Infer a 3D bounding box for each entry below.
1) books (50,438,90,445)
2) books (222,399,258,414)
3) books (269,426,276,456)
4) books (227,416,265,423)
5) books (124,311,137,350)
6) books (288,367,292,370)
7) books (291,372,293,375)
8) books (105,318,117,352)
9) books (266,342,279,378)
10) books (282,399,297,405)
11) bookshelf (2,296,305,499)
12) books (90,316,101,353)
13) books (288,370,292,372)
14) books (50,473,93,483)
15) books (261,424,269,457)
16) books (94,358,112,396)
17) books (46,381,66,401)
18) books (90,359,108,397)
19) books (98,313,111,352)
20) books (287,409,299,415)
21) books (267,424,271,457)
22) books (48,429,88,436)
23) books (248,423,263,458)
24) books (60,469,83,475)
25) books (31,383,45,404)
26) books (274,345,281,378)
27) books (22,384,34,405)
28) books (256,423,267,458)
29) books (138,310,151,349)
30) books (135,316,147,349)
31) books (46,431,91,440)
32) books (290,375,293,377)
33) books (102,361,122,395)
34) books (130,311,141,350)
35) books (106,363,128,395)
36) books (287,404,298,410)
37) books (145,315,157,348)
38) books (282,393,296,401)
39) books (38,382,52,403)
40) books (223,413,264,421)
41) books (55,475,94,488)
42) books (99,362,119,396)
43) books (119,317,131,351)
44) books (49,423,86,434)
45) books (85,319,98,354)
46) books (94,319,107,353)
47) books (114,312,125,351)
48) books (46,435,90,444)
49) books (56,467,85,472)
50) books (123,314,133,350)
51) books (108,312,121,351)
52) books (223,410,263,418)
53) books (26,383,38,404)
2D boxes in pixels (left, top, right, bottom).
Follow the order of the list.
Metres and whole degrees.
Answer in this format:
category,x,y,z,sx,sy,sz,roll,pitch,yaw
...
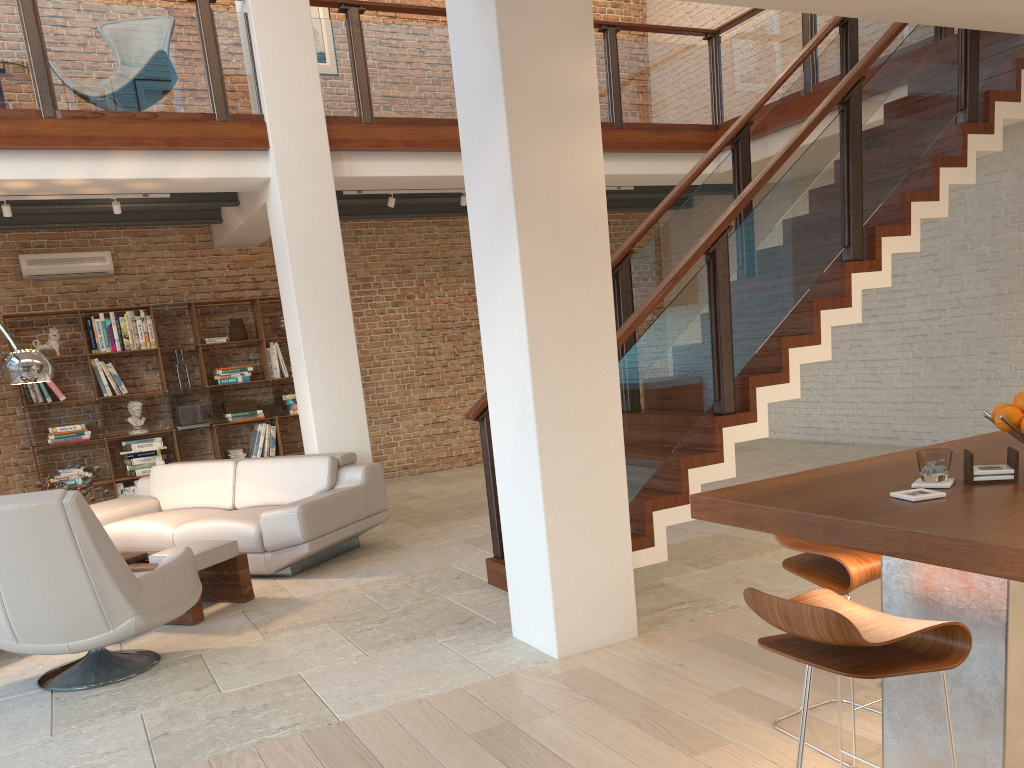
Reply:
category,x,y,z,sx,sy,sz,roll,pitch,yaw
books,-4.431,0.575,8.735,0.351,0.021,0.269,-7,3,-26
books,-2.941,0.244,9.428,0.331,0.122,0.210,-8,5,-26
books,-2.667,0.625,9.635,0.115,0.343,0.250,-12,10,-27
books,-2.898,0.384,9.486,0.351,0.021,0.269,-7,3,-28
books,-3.872,-0.533,8.853,0.036,0.394,0.240,-12,11,-27
books,-2.376,-0.177,9.640,0.130,0.035,0.204,-8,3,-37
books,-2.371,-0.124,9.651,0.131,0.035,0.202,-7,3,-17
books,-4.043,-0.484,8.771,0.055,0.339,0.250,-12,11,-27
books,-2.618,-0.252,9.508,0.036,0.394,0.240,-12,11,-27
books,-2.373,0.189,9.728,0.322,0.057,0.252,-7,3,-26
bookshelf,-3.401,0.292,9.192,2.996,2.263,0.358,-9,12,-25
books,-4.161,-0.483,8.710,0.020,0.369,0.267,-12,11,-27
books,-2.369,-0.151,9.652,0.169,0.019,0.233,-7,3,-24
books,-4.445,0.939,8.794,0.375,0.037,0.241,-7,3,-26
books,-2.728,0.622,9.609,0.096,0.365,0.267,-12,11,-27
books,-4.122,-0.063,8.779,0.102,0.394,0.240,-12,11,-27
books,-4.541,0.017,8.613,0.192,0.328,0.251,-11,10,-27
books,-4.166,-0.060,8.783,0.100,0.395,0.240,-12,11,-27
books,-4.081,-0.506,8.732,0.036,0.394,0.240,-12,11,-27
books,-2.339,0.299,9.752,0.323,0.057,0.251,-7,3,-24
books,-2.713,0.622,9.627,0.096,0.365,0.267,-12,11,-27
books,-4.444,0.481,8.720,0.351,0.021,0.269,-7,3,-28
books,-2.819,0.625,9.579,0.161,0.383,0.240,-11,11,-27
books,-4.444,0.884,8.800,0.203,0.035,0.131,-7,3,-26
books,-4.676,0.026,8.555,0.101,0.343,0.250,-12,10,-27
books,-2.596,-0.241,9.532,0.020,0.369,0.267,-12,11,-27
books,-4.744,0.011,8.488,0.090,0.395,0.240,-12,11,-27
books,-2.771,0.619,9.576,0.159,0.383,0.240,-11,11,-27
books,-3.750,-0.547,8.897,0.036,0.394,0.240,-12,11,-27
books,-3.787,-0.515,8.878,0.055,0.339,0.250,-12,11,-27
books,-4.430,0.509,8.710,0.374,0.037,0.242,-8,3,-33
books,-2.368,-0.098,9.673,0.169,0.019,0.233,-7,3,-19
books,-4.062,-0.055,8.831,0.123,0.358,0.267,-12,10,-27
books,-3.833,-0.537,8.857,0.036,0.394,0.240,-12,11,-27
books,-4.012,-0.051,8.841,0.156,0.338,0.250,-11,10,-27
books,-2.322,0.240,9.750,0.322,0.057,0.252,-8,3,-31
books,-3.711,-0.525,8.938,0.055,0.339,0.250,-12,11,-27
books,-2.393,0.135,9.709,0.324,0.057,0.250,-7,3,-16
books,-4.615,-0.004,8.546,0.119,0.392,0.240,-12,11,-27
books,-2.919,0.357,9.486,0.374,0.037,0.242,-7,3,-31
books,-4.418,0.983,8.806,0.324,0.057,0.250,-7,3,-16
books,-4.077,-0.053,8.814,0.123,0.358,0.267,-12,10,-27
books,-3.916,-0.498,8.805,0.055,0.339,0.250,-12,11,-27
books,-4.439,0.441,8.713,0.323,0.057,0.251,-7,3,-24
books,-4.195,-0.465,8.697,0.055,0.339,0.250,-12,11,-27
books,-4.117,-0.473,8.714,0.055,0.339,0.250,-12,11,-27
books,-3.967,-0.520,8.792,0.036,0.394,0.240,-12,11,-27
books,-4.439,0.547,8.719,0.374,0.037,0.242,-7,3,-31
books,-4.455,0.858,8.798,0.233,0.019,0.169,-8,3,-33
books,-3.890,-0.516,8.831,0.020,0.369,0.267,-12,11,-27
books,-3.995,-0.517,8.767,0.036,0.394,0.240,-12,11,-27
books,-2.920,0.321,9.442,0.375,0.037,0.241,-7,3,-28
books,-4.715,0.006,8.511,0.090,0.395,0.240,-12,11,-27
